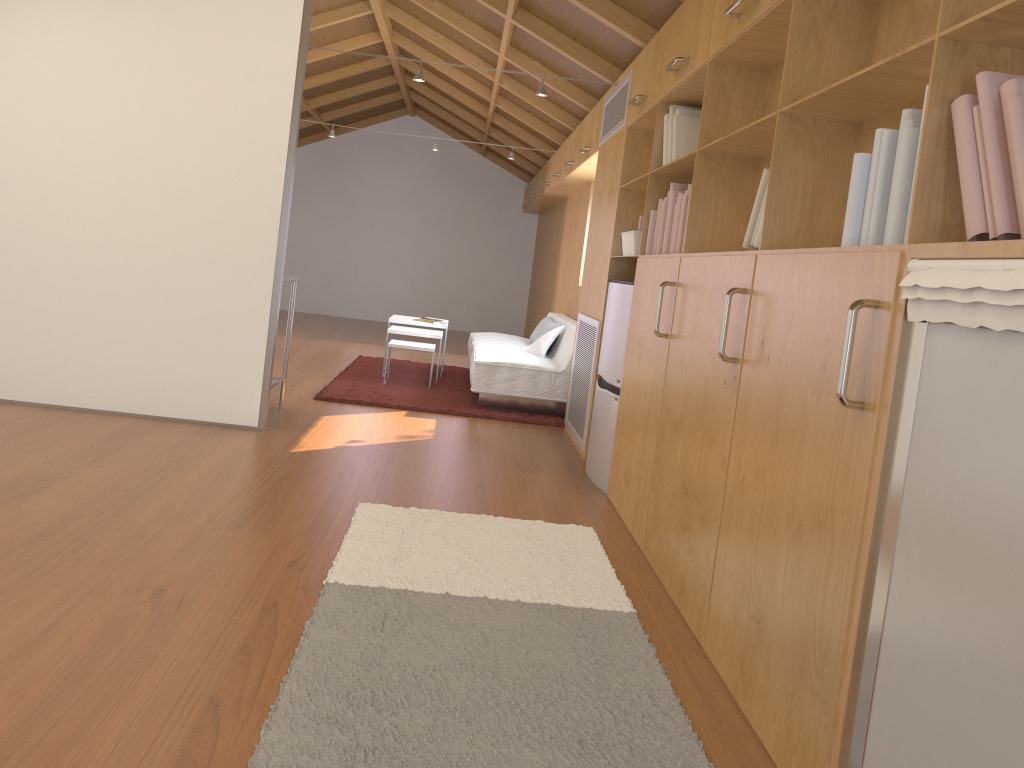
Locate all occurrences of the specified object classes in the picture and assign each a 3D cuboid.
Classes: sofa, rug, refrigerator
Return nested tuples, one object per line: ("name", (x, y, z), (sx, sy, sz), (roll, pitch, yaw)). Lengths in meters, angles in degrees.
("sofa", (0.091, -0.236, 7.053), (0.862, 0.625, 2.371), (7, 7, -4))
("rug", (-0.031, 0.776, 1.604), (0.916, 0.011, 3.747), (6, 7, -4))
("rug", (-0.392, 0.036, 6.931), (1.884, 0.020, 2.497), (6, 7, -4))
("refrigerator", (0.566, -0.014, 4.402), (0.261, 0.982, 0.718), (7, 4, -4))

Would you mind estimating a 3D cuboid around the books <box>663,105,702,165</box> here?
("books", (0.760, -1.065, 3.836), (0.175, 0.295, 0.281), (7, 5, -4))

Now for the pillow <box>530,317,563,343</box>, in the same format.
("pillow", (0.273, -0.414, 7.334), (0.171, 0.250, 1.049), (7, 7, -4))

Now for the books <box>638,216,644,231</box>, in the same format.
("books", (0.677, -0.706, 4.254), (0.150, 0.191, 0.089), (7, 4, -4))

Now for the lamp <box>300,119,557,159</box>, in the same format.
("lamp", (-1.471, -2.363, 8.278), (3.825, 0.152, 0.073), (7, 4, -4))

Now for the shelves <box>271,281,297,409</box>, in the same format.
("shelves", (-2.322, -0.306, 4.824), (2.091, 0.750, 0.636), (7, 5, -4))

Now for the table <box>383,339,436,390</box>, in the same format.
("table", (-0.772, -0.151, 6.700), (0.341, 0.307, 0.372), (7, 6, -4))

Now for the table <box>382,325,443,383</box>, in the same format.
("table", (-0.790, -0.243, 7.098), (0.424, 0.381, 0.461), (7, 6, -4))

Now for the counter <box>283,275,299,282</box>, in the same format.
("counter", (-2.274, -0.695, 4.804), (2.108, 0.021, 0.654), (7, 7, -4))

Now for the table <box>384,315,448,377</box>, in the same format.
("table", (-0.813, -0.333, 7.556), (0.485, 0.436, 0.528), (7, 6, -4))

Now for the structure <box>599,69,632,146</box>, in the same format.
("structure", (0.603, -1.604, 5.194), (0.013, 0.299, 0.909), (7, 7, -4))

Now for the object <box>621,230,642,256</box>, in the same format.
("object", (0.662, -0.682, 4.380), (0.203, 0.122, 0.352), (7, 7, -4))

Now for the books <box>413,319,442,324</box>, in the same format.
("books", (-0.703, -0.523, 7.397), (0.194, 0.016, 0.153), (11, 8, 25))

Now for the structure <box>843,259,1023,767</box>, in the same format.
("structure", (0.796, 0.365, 1.253), (0.315, 1.074, 0.730), (7, 4, -4))

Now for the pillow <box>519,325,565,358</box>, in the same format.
("pillow", (0.233, -0.340, 6.707), (0.266, 0.250, 0.348), (3, 7, -40))

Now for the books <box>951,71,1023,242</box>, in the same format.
("books", (0.853, -0.365, 1.437), (0.175, 0.295, 0.281), (7, 5, -4))

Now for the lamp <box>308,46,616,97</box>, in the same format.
("lamp", (-1.288, -1.927, 5.096), (3.825, 0.152, 0.073), (7, 4, -4))

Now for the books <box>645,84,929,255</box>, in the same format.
("books", (0.813, -0.677, 2.396), (0.188, 0.654, 3.130), (7, 7, -4))

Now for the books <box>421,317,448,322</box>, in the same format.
("books", (-0.653, -0.542, 7.468), (0.193, 0.016, 0.153), (9, 8, 16))

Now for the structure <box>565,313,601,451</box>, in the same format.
("structure", (0.412, -0.043, 5.249), (0.013, 0.718, 0.825), (7, 5, -4))
